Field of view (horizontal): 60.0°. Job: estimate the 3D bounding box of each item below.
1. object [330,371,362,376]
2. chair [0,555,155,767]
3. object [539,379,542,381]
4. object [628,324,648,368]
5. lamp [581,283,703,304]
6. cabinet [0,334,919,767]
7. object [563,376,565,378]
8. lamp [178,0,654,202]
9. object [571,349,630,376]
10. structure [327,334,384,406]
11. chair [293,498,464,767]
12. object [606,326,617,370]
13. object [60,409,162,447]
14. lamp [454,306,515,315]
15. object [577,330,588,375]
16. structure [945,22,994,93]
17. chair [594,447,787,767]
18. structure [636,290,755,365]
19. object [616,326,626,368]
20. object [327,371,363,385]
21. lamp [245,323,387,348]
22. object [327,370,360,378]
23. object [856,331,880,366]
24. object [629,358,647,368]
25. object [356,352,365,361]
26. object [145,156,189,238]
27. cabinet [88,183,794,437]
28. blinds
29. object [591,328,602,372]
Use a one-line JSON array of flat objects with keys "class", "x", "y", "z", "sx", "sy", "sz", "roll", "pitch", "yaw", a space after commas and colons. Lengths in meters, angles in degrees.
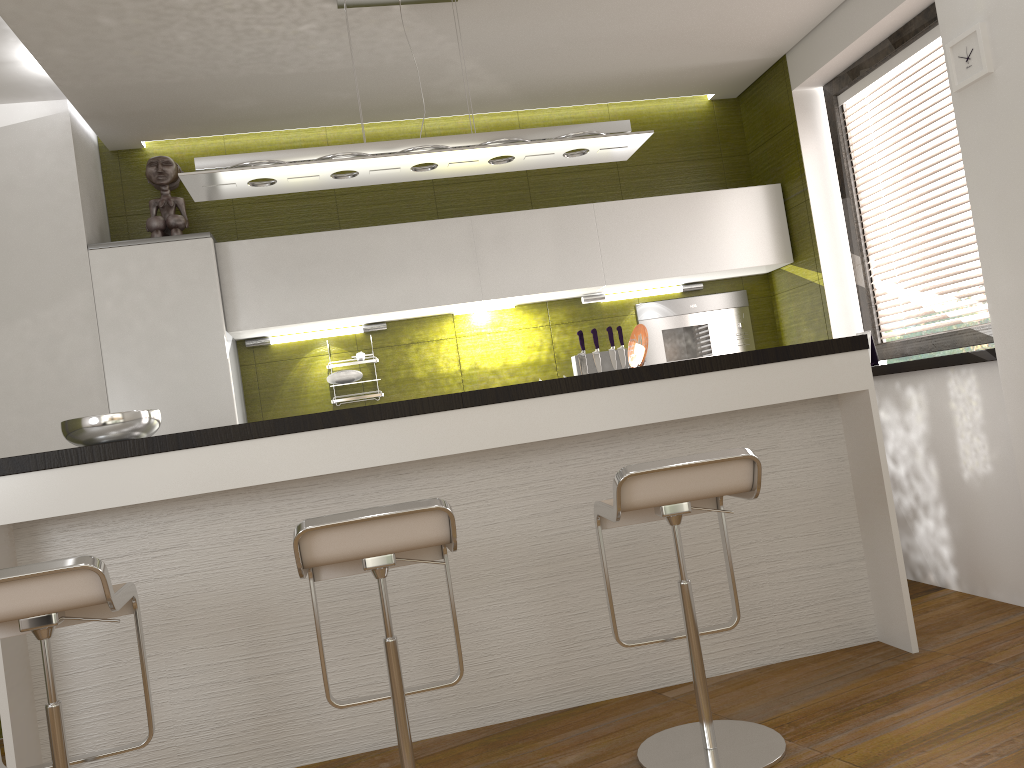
[{"class": "object", "x": -0.853, "y": -0.033, "z": 4.522, "sx": 0.181, "sy": 0.052, "sz": 0.173, "roll": -8, "pitch": -2, "yaw": -11}, {"class": "chair", "x": -1.140, "y": 0.860, "z": 2.209, "sx": 0.418, "sy": 0.857, "sz": 0.460, "roll": -8, "pitch": -2, "yaw": -16}, {"class": "object", "x": 0.157, "y": 0.032, "z": 4.674, "sx": 0.059, "sy": 0.121, "sz": 0.059, "roll": -10, "pitch": -3, "yaw": 35}, {"class": "object", "x": 0.501, "y": -0.149, "z": 3.527, "sx": 0.055, "sy": 0.178, "sz": 0.184, "roll": -8, "pitch": -2, "yaw": -15}, {"class": "lamp", "x": 0.724, "y": -0.502, "z": 4.889, "sx": 0.716, "sy": 0.041, "sz": 0.095, "roll": -8, "pitch": -2, "yaw": -11}, {"class": "cabinet", "x": -0.143, "y": 0.609, "z": 3.182, "sx": 2.947, "sy": 1.134, "sz": 0.663, "roll": -8, "pitch": -2, "yaw": -11}, {"class": "object", "x": 0.289, "y": 0.014, "z": 4.712, "sx": 0.059, "sy": 0.121, "sz": 0.059, "roll": -6, "pitch": -3, "yaw": -44}, {"class": "lamp", "x": -0.373, "y": -1.131, "z": 3.273, "sx": 1.677, "sy": 0.683, "sz": 0.326, "roll": -8, "pitch": -2, "yaw": -11}, {"class": "object", "x": 0.484, "y": -0.056, "z": 4.748, "sx": 0.293, "sy": 0.227, "sz": 0.107, "roll": -8, "pitch": -2, "yaw": -11}, {"class": "structure", "x": -0.815, "y": -0.074, "z": 4.565, "sx": 0.266, "sy": 0.346, "sz": 0.110, "roll": -8, "pitch": -2, "yaw": -11}, {"class": "chair", "x": -0.317, "y": 0.742, "z": 2.370, "sx": 0.418, "sy": 0.857, "sz": 0.460, "roll": -8, "pitch": -2, "yaw": -11}, {"class": "object", "x": 0.533, "y": -0.187, "z": 4.725, "sx": 0.036, "sy": 0.243, "sz": 0.013, "roll": -8, "pitch": -2, "yaw": -11}, {"class": "object", "x": -1.347, "y": 0.161, "z": 2.998, "sx": 0.311, "sy": 0.105, "sz": 0.311, "roll": -9, "pitch": -2, "yaw": 2}, {"class": "lamp", "x": -0.147, "y": -0.394, "z": 4.765, "sx": 0.334, "sy": 0.008, "sz": 0.008, "roll": -8, "pitch": -2, "yaw": -11}, {"class": "object", "x": 0.376, "y": -0.116, "z": 4.691, "sx": 0.046, "sy": 0.339, "sz": 0.013, "roll": -8, "pitch": -2, "yaw": -11}, {"class": "structure", "x": 1.635, "y": -1.166, "z": 3.173, "sx": 0.026, "sy": 0.180, "sz": 0.180, "roll": -8, "pitch": -2, "yaw": -11}, {"class": "chair", "x": 0.506, "y": 0.625, "z": 2.531, "sx": 0.418, "sy": 0.857, "sz": 0.460, "roll": -8, "pitch": -2, "yaw": -6}, {"class": "structure", "x": 1.043, "y": -0.255, "z": 4.966, "sx": 0.663, "sy": 0.469, "sz": 0.015, "roll": -8, "pitch": -2, "yaw": -11}, {"class": "object", "x": 0.582, "y": -0.196, "z": 4.734, "sx": 0.040, "sy": 0.231, "sz": 0.013, "roll": -8, "pitch": -2, "yaw": -11}, {"class": "object", "x": -0.852, "y": -0.030, "z": 4.521, "sx": 0.181, "sy": 0.052, "sz": 0.173, "roll": -8, "pitch": -2, "yaw": -11}, {"class": "lamp", "x": -1.007, "y": -0.253, "z": 4.582, "sx": 0.715, "sy": 0.041, "sz": 0.041, "roll": -8, "pitch": -2, "yaw": -11}, {"class": "object", "x": -0.853, "y": -0.036, "z": 4.523, "sx": 0.181, "sy": 0.052, "sz": 0.173, "roll": -8, "pitch": -2, "yaw": -11}, {"class": "object", "x": 1.708, "y": -0.166, "z": 4.283, "sx": 0.057, "sy": 0.169, "sz": 0.106, "roll": -8, "pitch": -2, "yaw": -16}, {"class": "object", "x": 0.506, "y": -0.111, "z": 3.524, "sx": 0.072, "sy": 0.131, "sz": 0.088, "roll": -8, "pitch": -2, "yaw": -16}, {"class": "object", "x": -0.784, "y": -0.139, "z": 4.586, "sx": 0.046, "sy": 0.053, "sz": 0.051, "roll": -9, "pitch": -2, "yaw": 21}, {"class": "object", "x": -1.697, "y": -0.894, "z": 4.337, "sx": 0.195, "sy": 0.488, "sz": 0.304, "roll": -8, "pitch": -2, "yaw": -13}, {"class": "cabinet", "x": -0.131, "y": 0.184, "z": 4.622, "sx": 3.471, "sy": 2.089, "sz": 0.724, "roll": -8, "pitch": -2, "yaw": -11}, {"class": "blinds", "x": 3.828, "y": -3.567, "z": 7.457, "sx": 16.000, "sy": 12.704, "sz": 9.030, "roll": -10, "pitch": -3, "yaw": 29}, {"class": "object", "x": 0.448, "y": -0.165, "z": 4.708, "sx": 0.042, "sy": 0.264, "sz": 0.013, "roll": -8, "pitch": -2, "yaw": -11}]
